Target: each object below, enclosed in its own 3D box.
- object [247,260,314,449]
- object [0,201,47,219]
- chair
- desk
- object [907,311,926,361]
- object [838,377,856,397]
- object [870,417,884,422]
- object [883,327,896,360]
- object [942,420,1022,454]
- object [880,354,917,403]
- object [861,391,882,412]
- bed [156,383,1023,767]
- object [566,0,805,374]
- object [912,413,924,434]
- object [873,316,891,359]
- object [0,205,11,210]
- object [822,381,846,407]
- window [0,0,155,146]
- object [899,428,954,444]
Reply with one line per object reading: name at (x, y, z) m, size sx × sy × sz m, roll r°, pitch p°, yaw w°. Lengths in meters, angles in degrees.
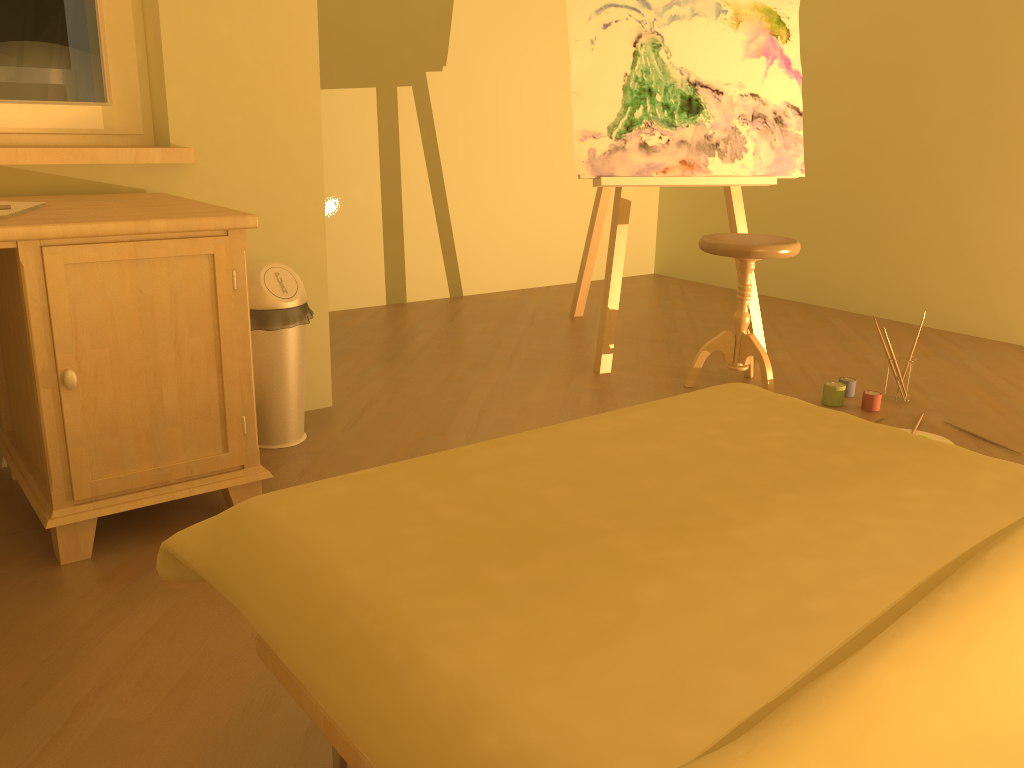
object at (-0.703, -0.094, 2.593) m, size 0.248 × 0.535 × 0.255 m, roll 0°, pitch 16°, yaw -3°
object at (-1.141, -0.370, 1.878) m, size 0.210 × 0.010 × 0.300 m, roll -2°, pitch 17°, yaw -12°
chair at (0.838, -0.249, 3.211) m, size 0.348 × 0.551 × 0.364 m, roll -7°, pitch 18°, yaw -25°
desk at (-1.320, 0.003, 1.890) m, size 1.396 × 0.720 × 0.684 m, roll -11°, pitch 20°, yaw -36°
object at (1.422, -0.103, 3.164) m, size 0.069 × 0.319 × 0.010 m, roll -2°, pitch 17°, yaw -11°
object at (1.216, 0.011, 3.223) m, size 0.060 × 0.060 × 0.060 m, roll 13°, pitch 20°, yaw 35°
object at (1.131, 0.138, 2.873) m, size 0.325 × 0.010 × 0.010 m, roll -13°, pitch 22°, yaw -41°
object at (1.351, -0.074, 3.125) m, size 0.172 × 0.278 × 0.010 m, roll -6°, pitch 18°, yaw -24°
object at (1.481, 0.165, 2.808) m, size 0.010 × 0.010 × 0.325 m, roll -4°, pitch 17°, yaw -17°
object at (1.377, -0.019, 3.167) m, size 0.106 × 0.157 × 0.106 m, roll 8°, pitch 18°, yaw 23°
object at (1.240, 0.060, 3.060) m, size 0.060 × 0.060 × 0.060 m, roll 12°, pitch 20°, yaw 32°
bed at (0.725, 0.306, 0.710) m, size 1.286 × 0.894 × 2.378 m, roll -11°, pitch 20°, yaw -36°
object at (0.512, -1.009, 3.594) m, size 1.132 × 1.896 × 0.972 m, roll 12°, pitch 20°, yaw 33°
object at (1.324, 0.133, 2.898) m, size 0.010 × 0.015 × 0.325 m, roll 11°, pitch 19°, yaw 29°
object at (1.349, -0.091, 3.172) m, size 0.010 × 0.286 × 0.159 m, roll -13°, pitch 22°, yaw -41°
object at (-1.115, -0.358, 1.812) m, size 0.008 × 0.009 × 0.166 m, roll 16°, pitch 22°, yaw 41°
object at (1.128, 0.035, 3.110) m, size 0.073 × 0.073 × 0.073 m, roll -9°, pitch 19°, yaw -32°
window at (-1.616, -1.182, 1.966) m, size 1.486 × 1.263 × 0.142 m, roll -11°, pitch 20°, yaw -36°
object at (1.199, 0.189, 2.701) m, size 0.288 × 0.014 × 0.366 m, roll 8°, pitch 18°, yaw 23°
